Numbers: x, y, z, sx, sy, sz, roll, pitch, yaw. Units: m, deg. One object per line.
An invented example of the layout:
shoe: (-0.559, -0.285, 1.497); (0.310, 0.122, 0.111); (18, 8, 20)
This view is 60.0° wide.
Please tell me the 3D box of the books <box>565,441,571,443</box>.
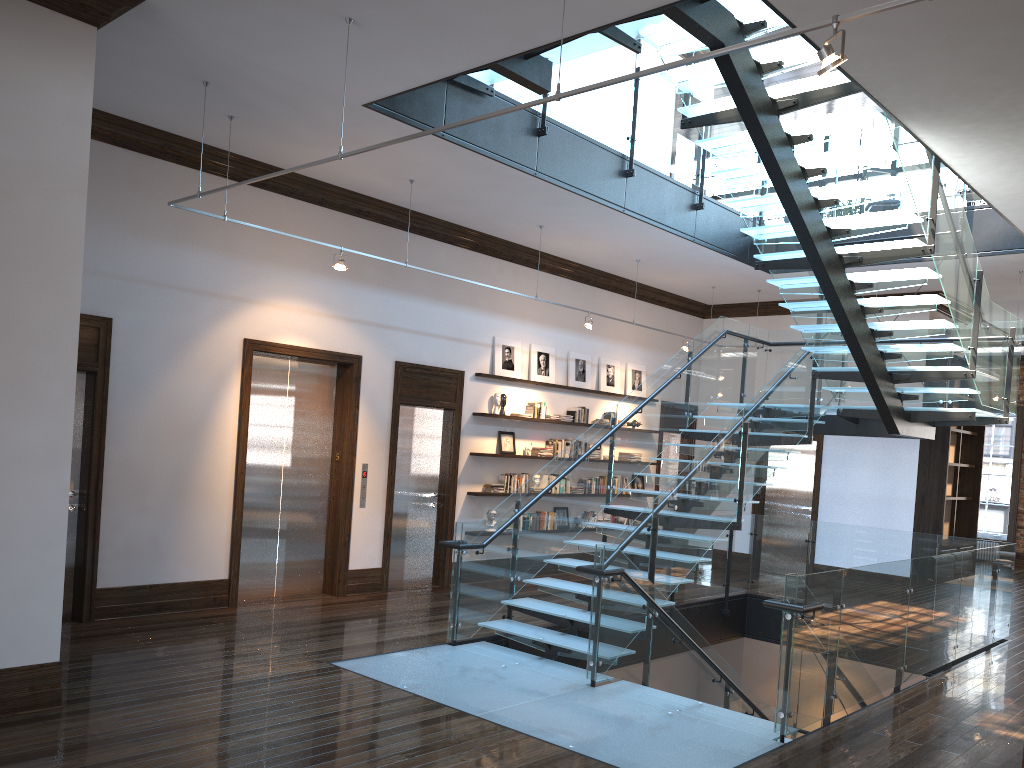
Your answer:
books: (0.765, 0.925, 12.551); (0.150, 0.236, 0.026); (4, 0, 42)

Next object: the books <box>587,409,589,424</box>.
books: (1.038, 0.463, 12.801); (0.162, 0.214, 0.023); (3, 0, 42)

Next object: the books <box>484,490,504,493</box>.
books: (-0.236, 1.394, 11.504); (0.143, 0.028, 0.236); (1, -5, 42)

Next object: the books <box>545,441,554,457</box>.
books: (0.515, 0.901, 12.290); (0.141, 0.213, 0.005); (3, 0, 42)

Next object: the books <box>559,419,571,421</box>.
books: (0.712, 0.510, 12.466); (0.140, 0.011, 0.287); (0, -5, 43)

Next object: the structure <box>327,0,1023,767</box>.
structure: (2.215, 0.796, 8.502); (3.564, 14.502, 7.065); (5, 1, 42)

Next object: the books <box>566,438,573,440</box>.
books: (0.804, 0.912, 12.615); (0.117, 0.277, 0.014); (4, 1, 42)

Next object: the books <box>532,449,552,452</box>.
books: (0.411, 0.912, 12.169); (0.142, 0.011, 0.257); (1, -5, 40)

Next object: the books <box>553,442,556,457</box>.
books: (0.542, 0.903, 12.294); (0.153, 0.212, 0.005); (3, 0, 42)

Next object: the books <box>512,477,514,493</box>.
books: (-0.035, 1.332, 11.742); (0.116, 0.214, 0.028); (4, 1, 42)

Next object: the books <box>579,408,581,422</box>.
books: (0.917, 0.448, 12.674); (0.153, 0.211, 0.024); (3, 0, 42)

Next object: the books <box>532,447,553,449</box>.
books: (0.417, 0.880, 12.166); (0.140, 0.011, 0.289); (1, -5, 38)

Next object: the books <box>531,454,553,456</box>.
books: (0.410, 0.977, 12.167); (0.289, 0.011, 0.140); (8, -5, -43)

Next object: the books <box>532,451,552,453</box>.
books: (0.410, 0.934, 12.170); (0.142, 0.011, 0.257); (1, -5, 40)

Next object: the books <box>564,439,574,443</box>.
books: (0.803, 0.917, 12.589); (0.158, 0.262, 0.026); (4, 1, 42)

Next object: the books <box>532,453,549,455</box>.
books: (0.411, 0.966, 12.168); (0.142, 0.011, 0.258); (1, -5, 38)

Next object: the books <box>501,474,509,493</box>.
books: (-0.101, 1.309, 11.637); (0.133, 0.236, 0.013); (4, 1, 42)

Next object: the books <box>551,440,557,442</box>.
books: (0.559, 0.896, 12.341); (0.131, 0.236, 0.009); (4, 1, 42)

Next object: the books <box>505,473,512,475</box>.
books: (-0.051, 1.310, 11.716); (0.114, 0.252, 0.011); (4, 1, 42)

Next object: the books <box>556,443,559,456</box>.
books: (0.584, 0.919, 12.328); (0.159, 0.191, 0.006); (3, 0, 42)

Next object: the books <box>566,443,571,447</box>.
books: (0.736, 0.932, 12.488); (0.184, 0.209, 0.064); (3, 0, 42)

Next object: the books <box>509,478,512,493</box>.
books: (-0.063, 1.331, 11.676); (0.156, 0.202, 0.013); (3, 0, 42)

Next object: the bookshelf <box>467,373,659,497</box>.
bookshelf: (0.905, 1.082, 12.695); (0.199, 2.056, 4.090); (5, -2, 42)

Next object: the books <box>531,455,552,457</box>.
books: (0.405, 0.987, 12.172); (0.140, 0.011, 0.287); (0, -5, 44)

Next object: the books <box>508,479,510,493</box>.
books: (-0.084, 1.340, 11.672); (0.114, 0.181, 0.021); (4, 0, 42)

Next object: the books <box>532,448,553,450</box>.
books: (0.411, 0.891, 12.170); (0.140, 0.011, 0.287); (0, -5, 44)

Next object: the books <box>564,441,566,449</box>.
books: (0.694, 0.919, 12.469); (0.136, 0.227, 0.022); (4, 1, 42)

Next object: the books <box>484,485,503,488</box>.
books: (-0.240, 1.326, 11.490); (0.219, 0.028, 0.143); (7, -5, -43)

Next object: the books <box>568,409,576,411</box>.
books: (0.844, 0.451, 12.600); (0.126, 0.184, 0.042); (3, 0, 42)

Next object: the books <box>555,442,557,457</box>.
books: (0.560, 0.907, 12.302); (0.157, 0.209, 0.005); (3, 0, 42)

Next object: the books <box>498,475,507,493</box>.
books: (-0.133, 1.311, 11.625); (0.124, 0.227, 0.048); (4, 1, 42)

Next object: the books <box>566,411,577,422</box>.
books: (0.839, 0.460, 12.572); (0.166, 0.161, 0.037); (3, 0, 42)

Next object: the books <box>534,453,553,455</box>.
books: (0.412, 0.956, 12.167); (0.289, 0.011, 0.140); (8, -5, -43)

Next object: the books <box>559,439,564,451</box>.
books: (0.651, 0.900, 12.418); (0.167, 0.252, 0.022); (3, 0, 42)

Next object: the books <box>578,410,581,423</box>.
books: (0.899, 0.459, 12.627); (0.165, 0.180, 0.028); (3, 0, 42)

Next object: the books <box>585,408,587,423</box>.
books: (0.999, 0.454, 12.745); (0.166, 0.219, 0.021); (3, 0, 42)

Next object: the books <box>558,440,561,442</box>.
books: (0.627, 0.905, 12.402); (0.125, 0.235, 0.004); (4, 1, 42)

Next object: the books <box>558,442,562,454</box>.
books: (0.618, 0.912, 12.362); (0.166, 0.215, 0.013); (3, 0, 42)

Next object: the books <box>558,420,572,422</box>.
books: (0.713, 0.520, 12.465); (0.142, 0.011, 0.256); (1, -5, 40)

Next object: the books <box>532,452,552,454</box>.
books: (0.409, 0.945, 12.170); (0.142, 0.011, 0.257); (0, -5, 45)

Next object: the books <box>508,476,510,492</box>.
books: (-0.096, 1.315, 11.656); (0.137, 0.227, 0.021); (4, 1, 42)

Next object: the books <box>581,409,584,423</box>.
books: (0.973, 0.459, 12.730); (0.130, 0.203, 0.014); (4, 0, 42)

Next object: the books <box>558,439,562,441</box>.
books: (0.638, 0.900, 12.408); (0.145, 0.249, 0.006); (4, 1, 42)

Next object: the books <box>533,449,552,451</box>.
books: (0.414, 0.902, 12.168); (0.142, 0.011, 0.257); (1, -5, 39)

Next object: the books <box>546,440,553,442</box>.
books: (0.516, 0.895, 12.301); (0.113, 0.226, 0.012); (4, 1, 42)

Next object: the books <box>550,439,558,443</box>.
books: (0.576, 0.894, 12.345); (0.138, 0.243, 0.005); (4, 1, 42)

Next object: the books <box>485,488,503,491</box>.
books: (-0.233, 1.366, 11.509); (0.154, 0.028, 0.191); (1, -5, 37)

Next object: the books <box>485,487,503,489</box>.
books: (-0.232, 1.346, 11.501); (0.158, 0.011, 0.184); (0, -5, 42)

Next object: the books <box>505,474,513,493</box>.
books: (-0.049, 1.314, 11.699); (0.128, 0.241, 0.012); (4, 1, 42)

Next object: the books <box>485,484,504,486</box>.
books: (-0.228, 1.306, 11.506); (0.135, 0.014, 0.216); (0, -5, 42)

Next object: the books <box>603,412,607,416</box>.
books: (1.419, 0.525, 13.228); (0.135, 0.200, 0.011); (3, 0, 42)

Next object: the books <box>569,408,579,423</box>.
books: (0.877, 0.442, 12.614); (0.156, 0.208, 0.022); (3, 0, 42)

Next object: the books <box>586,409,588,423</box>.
books: (1.020, 0.462, 12.771); (0.147, 0.210, 0.024); (3, 0, 42)

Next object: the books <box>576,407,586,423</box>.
books: (0.983, 0.449, 12.738); (0.161, 0.226, 0.011); (3, 0, 42)

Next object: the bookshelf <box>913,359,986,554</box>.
bookshelf: (6.601, 1.431, 13.345); (0.399, 3.518, 1.788); (5, 1, 42)

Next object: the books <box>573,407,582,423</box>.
books: (0.935, 0.446, 12.682); (0.155, 0.217, 0.011); (3, 0, 42)

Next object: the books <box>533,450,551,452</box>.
books: (0.412, 0.923, 12.168); (0.142, 0.011, 0.257); (1, -5, 39)
